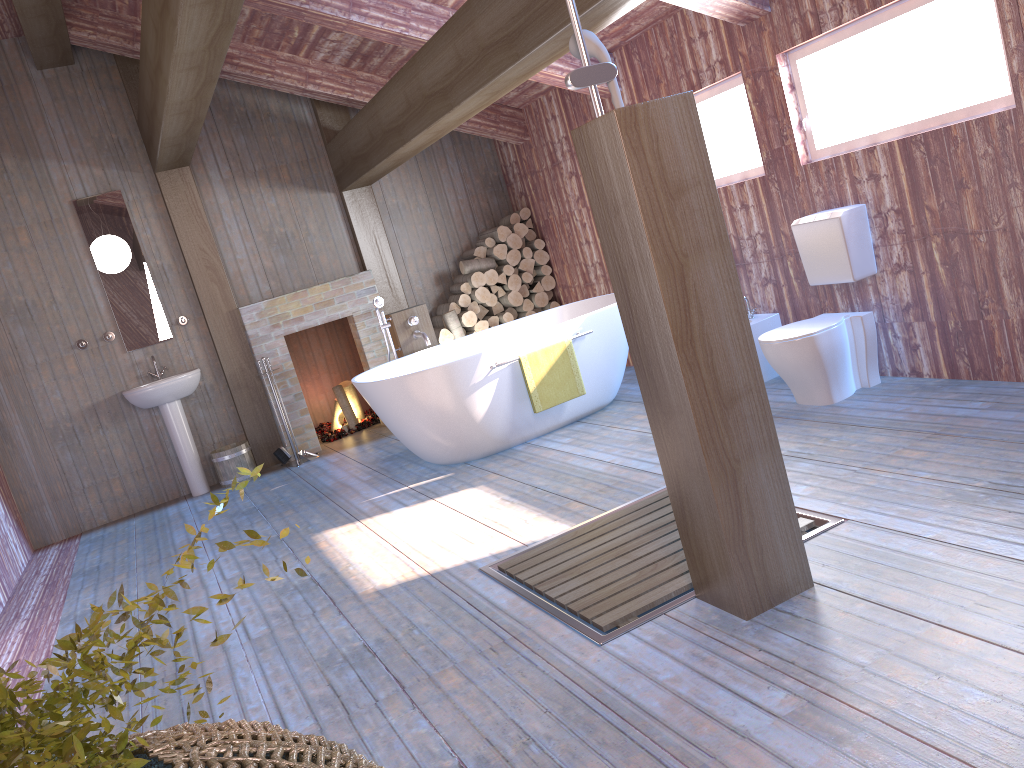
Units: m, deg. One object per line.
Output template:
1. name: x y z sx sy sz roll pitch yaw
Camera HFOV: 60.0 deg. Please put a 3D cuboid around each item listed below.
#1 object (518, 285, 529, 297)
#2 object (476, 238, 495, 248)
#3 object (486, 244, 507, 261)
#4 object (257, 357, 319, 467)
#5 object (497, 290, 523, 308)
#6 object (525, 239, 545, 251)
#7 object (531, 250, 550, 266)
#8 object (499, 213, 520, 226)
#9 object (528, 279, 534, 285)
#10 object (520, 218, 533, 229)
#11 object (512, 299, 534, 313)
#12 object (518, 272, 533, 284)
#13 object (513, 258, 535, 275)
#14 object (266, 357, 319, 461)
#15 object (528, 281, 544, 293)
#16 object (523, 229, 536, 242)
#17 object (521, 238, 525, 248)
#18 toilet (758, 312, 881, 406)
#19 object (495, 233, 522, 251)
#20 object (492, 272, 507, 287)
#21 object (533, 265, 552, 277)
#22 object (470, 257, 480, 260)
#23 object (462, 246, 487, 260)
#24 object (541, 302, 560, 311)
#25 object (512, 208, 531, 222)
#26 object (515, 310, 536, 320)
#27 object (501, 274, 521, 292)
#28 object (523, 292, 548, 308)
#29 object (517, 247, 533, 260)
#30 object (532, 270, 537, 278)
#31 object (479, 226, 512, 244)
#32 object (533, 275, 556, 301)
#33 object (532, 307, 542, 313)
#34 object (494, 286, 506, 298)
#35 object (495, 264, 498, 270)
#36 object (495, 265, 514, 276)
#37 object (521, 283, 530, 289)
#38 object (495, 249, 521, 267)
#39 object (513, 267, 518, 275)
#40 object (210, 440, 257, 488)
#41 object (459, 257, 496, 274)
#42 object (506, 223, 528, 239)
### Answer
1. object: 0.034 -0.813 7.852 0.111 0.118 0.302 -20 10 -22
2. object: -0.230 -1.223 7.726 0.094 0.097 0.227 -20 10 -20
3. object: -0.185 -1.141 7.779 0.139 0.148 0.458 -20 10 -21
4. object: -1.861 0.217 7.021 0.276 0.888 0.333 -13 10 20
5. object: -0.062 -0.742 7.828 0.141 0.143 0.437 -20 10 -23
6. object: 0.155 -1.227 7.902 0.102 0.109 0.438 -20 10 -21
7. object: 0.174 -1.116 7.919 0.147 0.152 0.439 -20 10 -21
8. object: -0.022 -1.436 7.857 0.104 0.121 0.270 -20 10 -20
9. object: 0.128 -0.913 7.890 0.067 0.069 0.177 -20 10 -21
10. object: 0.086 -1.413 7.922 0.081 0.100 0.281 -20 10 -21
11. object: 0.074 -0.691 7.862 0.114 0.113 0.301 -20 10 -24
12. object: 0.048 -0.935 7.866 0.102 0.109 0.438 -20 10 -21
13. object: 0.044 -1.024 7.894 0.172 0.151 0.482 -20 10 -20
14. object: -1.769 0.198 6.991 0.206 0.871 0.126 -13 10 21
15. object: 0.139 -0.853 7.911 0.115 0.112 0.423 -20 10 -21
16. object: 0.112 -1.318 7.920 0.107 0.115 0.269 -20 10 -20
17. object: 0.007 -1.234 7.949 0.132 0.119 0.319 -20 10 -20
18. toilet: 1.552 -0.111 4.529 0.534 0.400 0.375 -20 10 -20
19. object: -0.071 -1.229 7.806 0.141 0.143 0.437 -20 10 -23
20. object: -0.172 -0.892 7.771 0.109 0.124 0.424 -20 10 -22
21. object: 0.216 -1.006 7.937 0.102 0.109 0.438 -20 10 -21
22. object: -0.350 -1.035 7.796 0.113 0.130 0.291 -20 10 -20
23. object: -0.328 -1.133 7.803 0.140 0.121 0.319 -20 10 -20
24. object: 0.286 -0.666 8.004 0.139 0.137 0.455 -20 10 -23
25. object: 0.065 -1.492 7.893 0.112 0.113 0.271 -20 10 -21
26. object: 0.107 -0.590 7.876 0.116 0.117 0.289 -20 10 -24
27. object: -0.059 -0.873 7.824 0.136 0.157 0.439 -20 10 -20
28. object: 0.169 -0.742 7.936 0.137 0.133 0.437 -20 10 -23
29. object: 0.052 -1.144 7.860 0.089 0.106 0.437 -20 10 -20
30. object: 0.144 -0.988 7.956 0.088 0.092 0.280 -20 10 -20
31. object: -0.148 -1.300 7.789 0.135 0.139 0.456 -20 10 -20
32. object: 0.249 -0.845 7.969 0.137 0.256 0.439 -20 10 -21
33. object: 0.155 -0.631 8.035 0.118 0.106 0.319 -20 10 -24
34. object: -0.145 -0.809 7.794 0.085 0.096 0.280 -20 10 -20
35. object: -0.233 -1.028 7.849 0.121 0.124 0.291 -20 10 -20
36. object: -0.113 -0.988 7.792 0.102 0.109 0.438 -20 10 -21
37. object: 0.087 -0.860 7.874 0.065 0.069 0.177 -20 10 -22
38. object: -0.067 -1.087 7.813 0.143 0.151 0.440 -20 10 -21
39. object: -0.027 -0.966 7.811 0.095 0.090 0.278 -20 10 -20
40. object: -2.182 0.632 6.983 0.309 0.290 0.308 -18 9 -11
41. object: -0.294 -1.015 7.606 0.302 0.157 0.121 -20 10 -20
42. object: -0.005 -1.336 7.852 0.133 0.142 0.456 -20 10 -20
